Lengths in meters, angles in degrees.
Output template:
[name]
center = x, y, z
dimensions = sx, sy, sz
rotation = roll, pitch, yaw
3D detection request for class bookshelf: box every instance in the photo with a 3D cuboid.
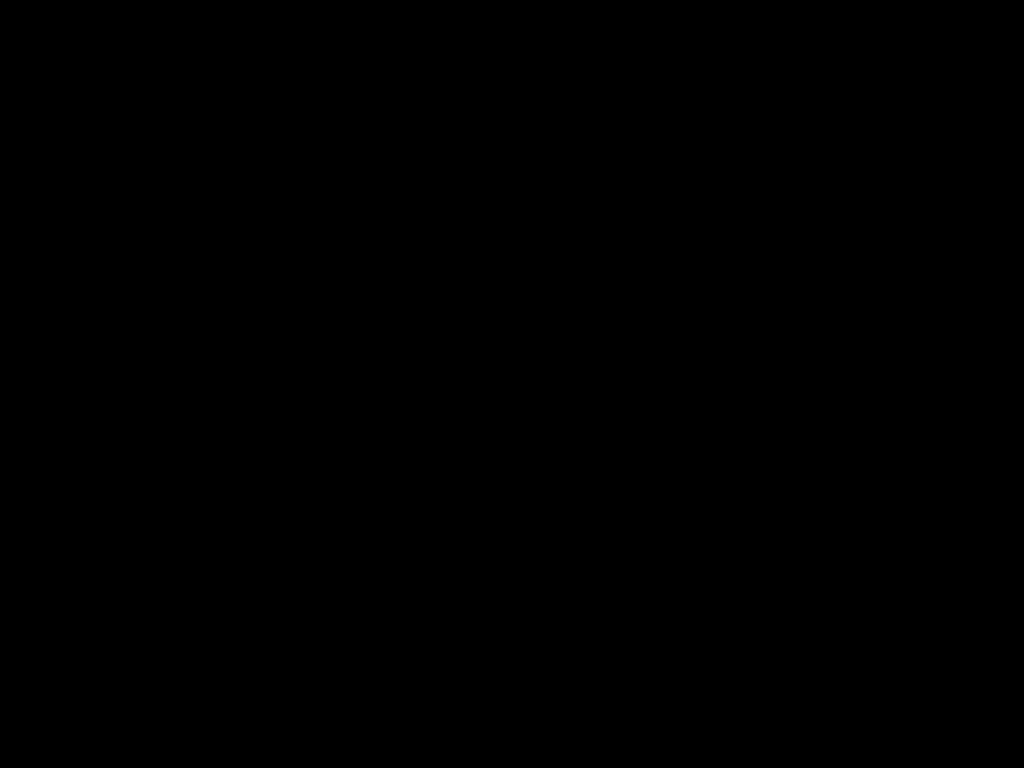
[bookshelf]
center = -1.120, -0.127, 2.301
dimensions = 1.495, 0.303, 0.643
rotation = 15, -3, -39

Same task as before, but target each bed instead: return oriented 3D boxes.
[bed]
center = 0.095, -0.265, 0.902
dimensions = 2.087, 0.994, 3.009
rotation = 15, -3, -39

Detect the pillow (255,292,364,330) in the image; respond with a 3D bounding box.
[pillow]
center = -0.667, -0.294, 2.320
dimensions = 0.470, 0.241, 0.498
rotation = 12, -3, 16
